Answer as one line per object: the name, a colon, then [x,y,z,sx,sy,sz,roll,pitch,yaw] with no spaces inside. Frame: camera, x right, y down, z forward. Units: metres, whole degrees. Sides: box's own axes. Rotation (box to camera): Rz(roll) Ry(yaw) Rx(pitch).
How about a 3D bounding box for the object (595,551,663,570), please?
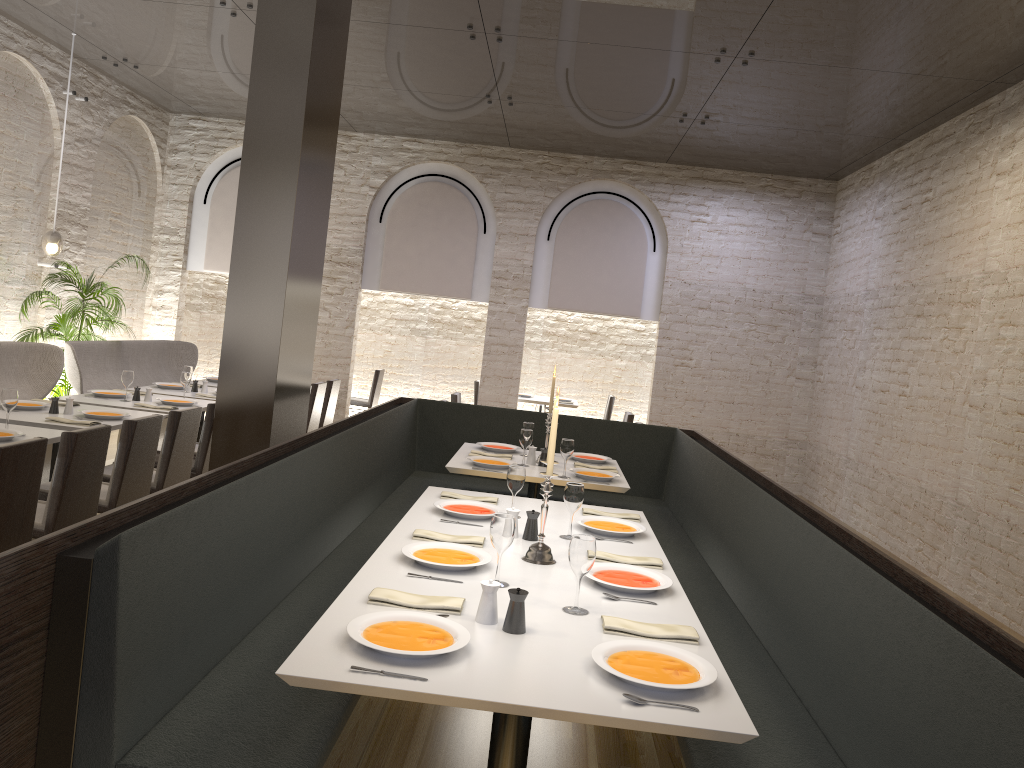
object: [0.440,0.677,3.434,0.273,0.033,0.143,6,3,2]

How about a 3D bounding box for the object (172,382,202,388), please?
object: [-3.020,0.013,8.274,0.273,0.033,0.143,6,3,2]

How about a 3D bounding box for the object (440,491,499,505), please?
object: [-0.205,0.554,4.322,0.273,0.033,0.143,6,3,2]

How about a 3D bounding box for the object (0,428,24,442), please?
object: [-2.671,0.262,4.518,0.321,0.036,0.322,5,3,-20]

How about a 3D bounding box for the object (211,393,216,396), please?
object: [-2.533,0.100,7.725,0.181,0.015,0.038,7,3,4]

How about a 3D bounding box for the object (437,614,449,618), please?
object: [-0.268,0.653,2.510,0.181,0.015,0.038,7,3,4]

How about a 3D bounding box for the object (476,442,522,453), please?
object: [-0.093,0.450,6.206,0.321,0.036,0.322,6,3,-2]

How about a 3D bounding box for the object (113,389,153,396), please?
object: [-3.070,0.071,7.172,0.273,0.033,0.143,6,3,2]

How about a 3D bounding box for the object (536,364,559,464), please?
object: [0.249,0.195,5.823,0.132,0.656,0.390,7,2,13]

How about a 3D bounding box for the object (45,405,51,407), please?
object: [-3.149,0.138,5.891,0.181,0.015,0.038,7,3,4]

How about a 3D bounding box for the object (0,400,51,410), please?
object: [-3.152,0.140,5.714,0.321,0.036,0.322,5,3,-20]

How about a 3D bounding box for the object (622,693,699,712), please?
object: [0.348,0.747,2.074,0.181,0.015,0.038,7,3,4]

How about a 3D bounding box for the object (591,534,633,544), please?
object: [0.424,0.657,3.755,0.181,0.015,0.038,7,3,4]

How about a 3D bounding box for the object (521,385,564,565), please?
object: [0.136,0.330,3.291,0.132,0.656,0.390,7,2,13]

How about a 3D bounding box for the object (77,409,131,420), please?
object: [-2.618,0.200,5.688,0.321,0.036,0.322,5,3,-20]

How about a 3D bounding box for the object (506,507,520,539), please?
object: [-0.001,0.568,3.627,0.069,0.126,0.069,6,1,-4]

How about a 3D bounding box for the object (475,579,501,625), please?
object: [-0.067,0.623,2.541,0.069,0.126,0.069,7,2,25]

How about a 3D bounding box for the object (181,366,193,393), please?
object: [-2.838,-0.043,7.739,0.087,0.230,0.086,7,1,32]

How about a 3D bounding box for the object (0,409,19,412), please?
object: [-3.166,0.159,5.530,0.185,0.010,0.017,6,3,3]

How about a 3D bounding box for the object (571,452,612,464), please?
object: [0.536,0.522,6.176,0.321,0.036,0.323,4,4,-39]

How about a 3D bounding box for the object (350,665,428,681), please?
object: [-0.288,0.678,2.079,0.185,0.010,0.017,6,3,3]

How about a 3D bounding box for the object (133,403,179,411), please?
object: [-2.587,0.167,6.446,0.273,0.033,0.143,6,3,2]

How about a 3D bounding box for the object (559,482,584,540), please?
object: [0.253,0.533,3.723,0.086,0.230,0.086,7,1,14]

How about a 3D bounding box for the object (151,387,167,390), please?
object: [-3.066,0.042,7.750,0.185,0.010,0.017,6,3,3]

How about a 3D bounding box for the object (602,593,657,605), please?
object: [0.385,0.703,2.896,0.181,0.015,0.038,7,3,4]

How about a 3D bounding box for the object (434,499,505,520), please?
object: [-0.193,0.569,3.971,0.321,0.036,0.322,6,3,-2]

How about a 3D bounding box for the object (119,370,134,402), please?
object: [-2.887,0.016,6.643,0.087,0.230,0.086,7,1,32]

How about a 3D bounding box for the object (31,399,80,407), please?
object: [-3.120,0.131,6.054,0.273,0.033,0.143,6,3,2]

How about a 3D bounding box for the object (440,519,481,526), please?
object: [-0.212,0.589,3.760,0.185,0.010,0.017,6,3,3]

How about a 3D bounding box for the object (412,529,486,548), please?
object: [-0.244,0.600,3.463,0.273,0.033,0.143,6,3,2]

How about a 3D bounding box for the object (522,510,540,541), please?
object: [0.081,0.577,3.620,0.069,0.126,0.069,6,1,-4]

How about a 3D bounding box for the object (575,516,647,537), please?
object: [0.437,0.640,3.942,0.321,0.036,0.322,6,3,-2]

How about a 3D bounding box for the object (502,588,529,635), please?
object: [0.012,0.635,2.488,0.069,0.126,0.068,7,2,34]

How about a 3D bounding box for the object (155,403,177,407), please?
object: [-2.582,0.158,6.623,0.181,0.015,0.038,7,3,4]

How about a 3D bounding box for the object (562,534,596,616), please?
object: [0.208,0.586,2.727,0.087,0.230,0.086,8,2,44]

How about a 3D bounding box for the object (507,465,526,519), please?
object: [0.011,0.489,4.022,0.086,0.230,0.086,7,1,14]

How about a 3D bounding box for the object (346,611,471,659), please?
object: [-0.268,0.658,2.295,0.321,0.036,0.322,6,3,0]

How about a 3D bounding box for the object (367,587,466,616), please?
object: [-0.281,0.643,2.641,0.273,0.033,0.143,6,3,2]

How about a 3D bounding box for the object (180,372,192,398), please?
object: [-2.614,0.020,7.085,0.087,0.230,0.086,7,1,32]

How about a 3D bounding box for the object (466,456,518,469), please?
object: [-0.127,0.490,5.460,0.321,0.036,0.322,5,4,-22]

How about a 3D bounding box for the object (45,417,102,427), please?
object: [-2.637,0.226,5.329,0.273,0.033,0.143,6,3,2]

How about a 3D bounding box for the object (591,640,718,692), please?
object: [0.361,0.729,2.266,0.321,0.036,0.322,5,4,-22]

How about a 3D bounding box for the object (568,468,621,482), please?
object: [0.503,0.561,5.431,0.321,0.036,0.322,5,4,-22]

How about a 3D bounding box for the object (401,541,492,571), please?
object: [-0.232,0.614,3.121,0.322,0.036,0.321,8,4,22]

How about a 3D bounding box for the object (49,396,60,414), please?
object: [-2.908,0.132,5.635,0.059,0.109,0.059,6,1,-6]

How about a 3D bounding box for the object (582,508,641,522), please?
object: [0.478,0.632,4.292,0.273,0.033,0.143,6,3,2]

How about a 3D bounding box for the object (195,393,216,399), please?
object: [-2.537,0.109,7.549,0.273,0.033,0.143,6,3,2]

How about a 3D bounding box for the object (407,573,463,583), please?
object: [-0.251,0.635,2.902,0.185,0.010,0.017,6,3,3]

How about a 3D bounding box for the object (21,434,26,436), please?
object: [-2.668,0.263,4.696,0.185,0.010,0.017,6,3,3]

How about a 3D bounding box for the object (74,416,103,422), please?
object: [-2.632,0.217,5.506,0.181,0.015,0.038,7,3,4]

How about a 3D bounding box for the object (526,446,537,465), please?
object: [0.128,0.460,5.723,0.069,0.126,0.068,8,2,44]

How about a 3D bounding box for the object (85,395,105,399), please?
object: [-3.116,0.100,6.648,0.185,0.010,0.017,6,3,3]

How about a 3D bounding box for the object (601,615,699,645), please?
object: [0.403,0.721,2.611,0.273,0.033,0.143,6,3,2]

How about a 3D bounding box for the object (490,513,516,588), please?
object: [-0.038,0.547,2.923,0.086,0.230,0.086,6,1,2]

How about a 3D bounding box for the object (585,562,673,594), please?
object: [0.398,0.685,3.092,0.322,0.036,0.321,8,4,22]

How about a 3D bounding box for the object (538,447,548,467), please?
object: [0.206,0.470,5.695,0.069,0.126,0.068,8,2,44]

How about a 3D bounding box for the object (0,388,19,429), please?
object: [-2.717,0.142,4.781,0.087,0.230,0.086,8,2,44]

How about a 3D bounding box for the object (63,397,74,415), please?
object: [-2.836,0.137,5.677,0.059,0.109,0.059,6,1,-6]
